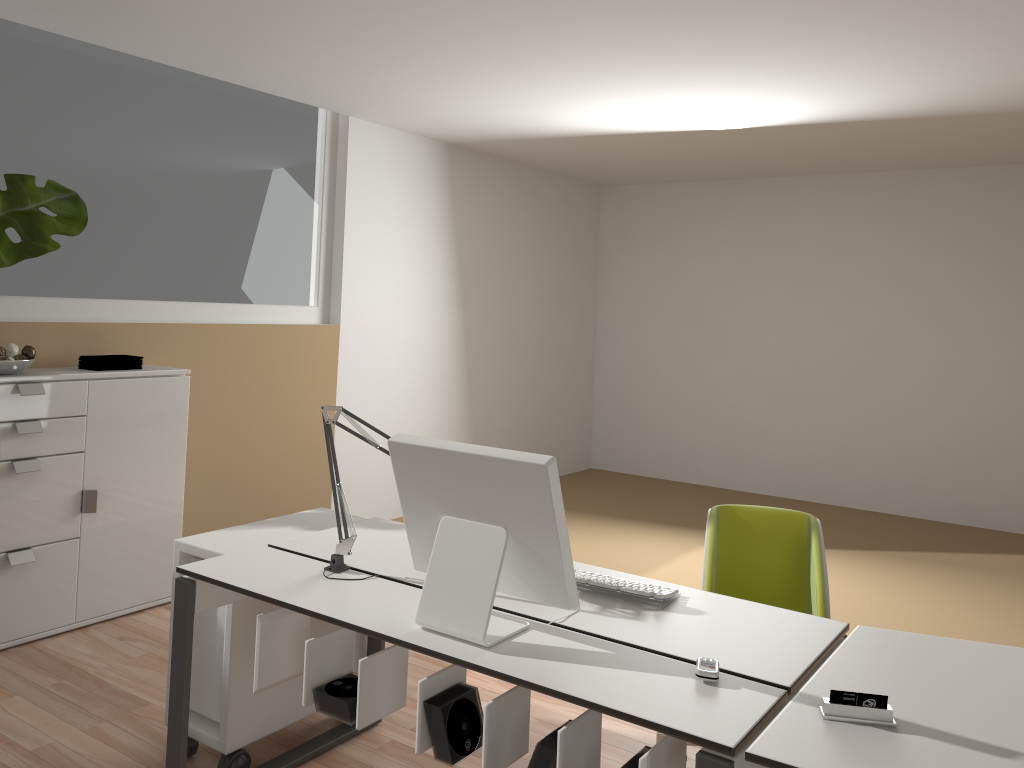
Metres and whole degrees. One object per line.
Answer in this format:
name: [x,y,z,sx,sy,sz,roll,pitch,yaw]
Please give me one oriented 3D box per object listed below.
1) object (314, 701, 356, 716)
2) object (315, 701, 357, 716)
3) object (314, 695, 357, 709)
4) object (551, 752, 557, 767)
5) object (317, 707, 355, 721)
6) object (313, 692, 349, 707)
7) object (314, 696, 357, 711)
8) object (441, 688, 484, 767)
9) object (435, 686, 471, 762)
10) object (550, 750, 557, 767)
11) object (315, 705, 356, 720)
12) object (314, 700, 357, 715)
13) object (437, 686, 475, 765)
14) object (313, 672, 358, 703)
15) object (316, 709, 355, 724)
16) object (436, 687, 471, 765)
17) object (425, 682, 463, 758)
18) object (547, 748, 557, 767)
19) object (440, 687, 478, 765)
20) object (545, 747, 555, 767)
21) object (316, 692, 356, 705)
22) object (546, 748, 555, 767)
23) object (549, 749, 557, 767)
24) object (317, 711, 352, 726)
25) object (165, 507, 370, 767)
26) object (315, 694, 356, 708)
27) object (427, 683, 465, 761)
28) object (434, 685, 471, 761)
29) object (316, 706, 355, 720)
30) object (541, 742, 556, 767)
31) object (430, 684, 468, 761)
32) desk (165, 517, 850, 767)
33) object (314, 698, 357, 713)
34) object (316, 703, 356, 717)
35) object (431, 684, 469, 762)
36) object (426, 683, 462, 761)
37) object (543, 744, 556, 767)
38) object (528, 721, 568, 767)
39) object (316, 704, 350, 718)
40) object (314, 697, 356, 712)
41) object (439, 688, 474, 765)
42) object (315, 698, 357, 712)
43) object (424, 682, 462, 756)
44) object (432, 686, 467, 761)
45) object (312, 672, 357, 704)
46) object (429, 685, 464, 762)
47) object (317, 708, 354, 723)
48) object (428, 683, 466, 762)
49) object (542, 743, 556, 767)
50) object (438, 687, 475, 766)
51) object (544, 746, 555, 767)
object: [-0.388,0.764,2.134,0.119,0.002,0.133,5,6,34]
object: [-0.388,0.764,2.134,0.120,0.002,0.133,5,6,34]
object: [-0.391,0.750,2.137,0.120,0.002,0.133,5,6,34]
object: [0.108,0.774,1.794,0.040,0.114,0.133,1,1,35]
object: [-0.385,0.775,2.132,0.119,0.002,0.133,5,6,34]
object: [-0.393,0.744,2.139,0.119,0.002,0.133,5,6,34]
object: [-0.390,0.753,2.137,0.120,0.002,0.133,5,6,34]
object: [-0.103,0.753,1.940,0.039,0.114,0.133,1,1,35]
object: [-0.116,0.752,1.949,0.040,0.114,0.133,1,1,35]
object: [0.106,0.774,1.796,0.040,0.114,0.133,1,1,35]
object: [-0.386,0.773,2.132,0.120,0.002,0.133,5,6,34]
object: [-0.388,0.762,2.135,0.120,0.002,0.133,5,6,34]
object: [-0.110,0.753,1.945,0.040,0.114,0.133,1,1,35]
object: [-0.394,0.737,2.140,0.120,0.002,0.133,5,6,34]
object: [-0.383,0.782,2.130,0.120,0.002,0.133,5,6,34]
object: [-0.114,0.752,1.948,0.039,0.114,0.133,1,1,35]
object: [-0.139,0.750,1.965,0.040,0.114,0.133,1,1,35]
object: [0.102,0.773,1.798,0.040,0.114,0.133,1,1,35]
object: [-0.103,0.754,1.940,0.040,0.114,0.133,1,1,35]
object: [0.099,0.773,1.801,0.040,0.114,0.133,1,1,35]
object: [-0.393,0.741,2.139,0.120,0.002,0.133,5,6,34]
object: [0.101,0.773,1.800,0.040,0.114,0.133,1,1,35]
object: [0.104,0.774,1.797,0.040,0.114,0.133,1,1,35]
object: [-0.383,0.784,2.130,0.119,0.002,0.133,5,6,34]
object: [-0.777,0.827,2.934,0.309,0.678,0.620,1,0,35]
object: [-0.392,0.746,2.138,0.119,0.002,0.133,5,6,34]
object: [-0.133,0.751,1.961,0.040,0.114,0.133,1,1,35]
object: [-0.118,0.752,1.951,0.040,0.114,0.133,1,1,35]
object: [-0.386,0.773,2.132,0.119,0.002,0.133,5,6,34]
object: [0.091,0.772,1.806,0.040,0.114,0.133,1,1,35]
object: [-0.126,0.751,1.956,0.040,0.114,0.133,1,1,35]
desk: [-0.060,0.896,2.298,1.605,0.688,0.803,5,3,34]
object: [-0.389,0.757,2.136,0.119,0.002,0.133,5,6,34]
object: [-0.387,0.766,2.134,0.119,0.002,0.133,5,6,34]
object: [-0.124,0.752,1.955,0.040,0.114,0.133,1,1,35]
object: [-0.137,0.750,1.964,0.039,0.114,0.133,1,1,35]
object: [0.095,0.773,1.804,0.040,0.114,0.133,1,1,35]
object: [0.068,0.770,1.822,0.040,0.114,0.133,1,1,35]
object: [-0.387,0.768,2.133,0.119,0.002,0.133,5,6,34]
object: [-0.390,0.755,2.136,0.120,0.002,0.133,5,6,34]
object: [-0.106,0.753,1.943,0.039,0.114,0.133,1,1,35]
object: [-0.390,0.755,2.136,0.119,0.002,0.133,5,6,34]
object: [-0.141,0.750,1.966,0.040,0.114,0.133,1,1,35]
object: [-0.122,0.752,1.953,0.039,0.114,0.133,1,1,35]
object: [-0.394,0.737,2.140,0.119,0.002,0.133,5,6,34]
object: [-0.129,0.751,1.958,0.039,0.114,0.133,1,1,35]
object: [-0.385,0.777,2.131,0.119,0.002,0.133,5,6,34]
object: [-0.131,0.751,1.960,0.040,0.114,0.133,1,1,35]
object: [0.093,0.773,1.805,0.040,0.114,0.133,1,1,35]
object: [-0.109,0.753,1.944,0.040,0.114,0.133,1,1,35]
object: [0.097,0.773,1.802,0.040,0.114,0.133,1,1,35]
